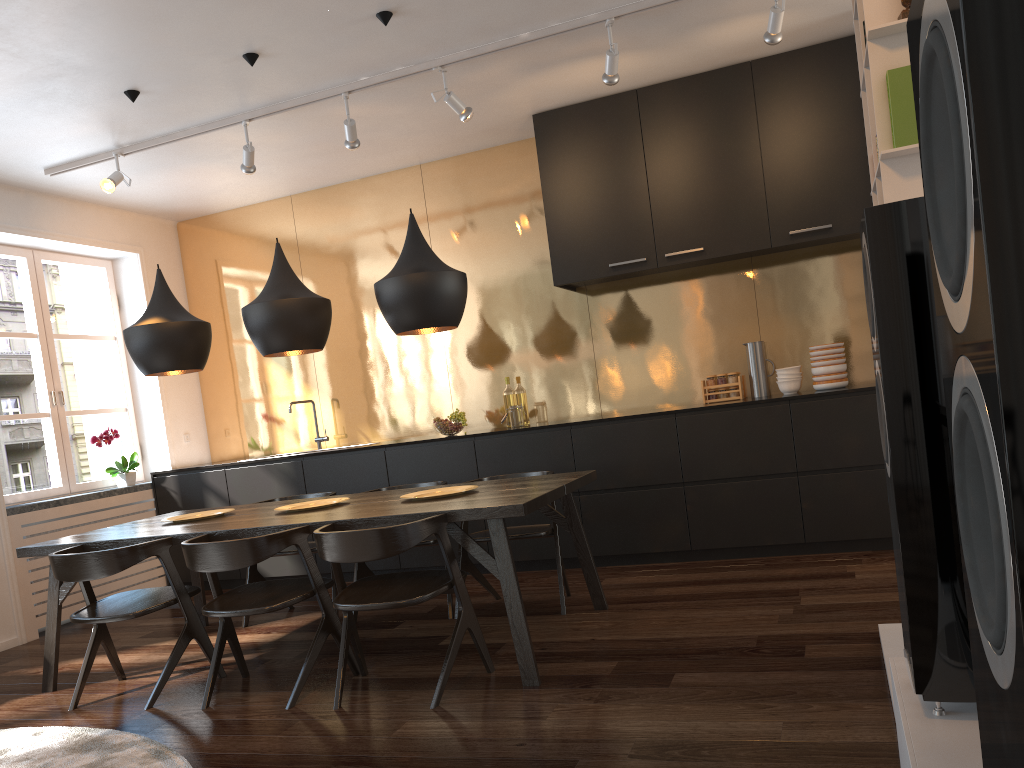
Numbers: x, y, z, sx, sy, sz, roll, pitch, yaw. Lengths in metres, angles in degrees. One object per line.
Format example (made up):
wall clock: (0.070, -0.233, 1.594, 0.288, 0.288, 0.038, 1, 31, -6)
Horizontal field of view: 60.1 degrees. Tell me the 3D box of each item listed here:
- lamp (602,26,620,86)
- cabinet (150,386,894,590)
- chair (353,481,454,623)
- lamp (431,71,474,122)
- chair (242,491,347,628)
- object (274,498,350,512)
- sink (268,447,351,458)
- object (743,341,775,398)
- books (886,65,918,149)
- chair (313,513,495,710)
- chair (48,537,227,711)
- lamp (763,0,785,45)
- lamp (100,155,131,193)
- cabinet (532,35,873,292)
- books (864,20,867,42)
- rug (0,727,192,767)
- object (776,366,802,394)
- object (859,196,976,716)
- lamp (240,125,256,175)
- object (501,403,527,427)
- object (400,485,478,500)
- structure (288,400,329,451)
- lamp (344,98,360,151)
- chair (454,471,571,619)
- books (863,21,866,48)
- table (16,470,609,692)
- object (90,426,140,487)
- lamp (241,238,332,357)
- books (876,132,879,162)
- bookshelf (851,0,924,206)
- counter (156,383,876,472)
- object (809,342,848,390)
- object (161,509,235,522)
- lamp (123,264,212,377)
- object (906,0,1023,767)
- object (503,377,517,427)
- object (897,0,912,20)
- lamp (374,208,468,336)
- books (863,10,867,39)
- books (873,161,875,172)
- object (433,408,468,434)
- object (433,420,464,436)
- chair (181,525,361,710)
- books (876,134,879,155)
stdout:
lamp: (0.483, -1.567, 4.193, 0.085, 0.240, 0.250, -8, 1, -9)
cabinet: (-0.064, 0.750, 5.859, 5.078, 0.903, 0.729, -8, 1, 20)
chair: (-0.560, 0.896, 4.763, 0.595, 0.673, 0.517, -7, 1, 18)
lamp: (0.421, -0.730, 4.992, 1.824, 1.853, 0.089, -8, 3, -36)
chair: (-1.214, 0.987, 5.034, 0.594, 0.673, 0.517, -7, 1, 16)
object: (-0.949, 0.578, 4.206, 0.356, 0.017, 0.355, -7, -1, 1)
sink: (-0.262, 0.300, 5.841, 3.424, 0.244, 0.480, -8, 0, 19)
object: (1.526, -0.090, 5.444, 0.165, 0.341, 0.113, -6, 3, 23)
books: (1.110, -0.751, 2.386, 0.166, 0.214, 0.049, -7, 3, 20)
chair: (-0.449, 0.852, 3.410, 0.595, 0.673, 0.517, -7, 1, 18)
chair: (-1.660, 1.019, 3.851, 0.595, 0.673, 0.517, -7, 1, 18)
lamp: (1.185, -1.664, 3.936, 0.085, 0.240, 0.250, -8, 1, -4)
lamp: (-2.268, -1.191, 5.046, 0.085, 0.240, 0.250, -7, 1, 7)
cabinet: (1.179, -1.258, 5.319, 1.961, 1.053, 0.528, -7, 2, 20)
books: (1.060, -1.011, 2.555, 0.070, 0.093, 0.020, -7, 3, 20)
rug: (-2.260, 1.393, 2.174, 2.837, 0.012, 2.834, -7, -1, 0)
object: (1.674, -0.022, 5.339, 0.153, 0.160, 0.158, -8, 1, -42)
object: (0.907, 0.142, 1.793, 0.281, 1.006, 0.293, -6, 3, 20)
lamp: (-1.451, -1.302, 4.896, 0.085, 0.239, 0.252, -9, 1, -30)
object: (0.010, 0.209, 5.854, 0.176, 0.152, 0.088, -7, 2, -3)
object: (-0.326, 0.492, 3.976, 0.357, 0.017, 0.354, -8, -1, 23)
structure: (-1.475, 0.308, 6.436, 0.110, 0.386, 0.264, -5, 2, 36)
lamp: (-0.850, -1.383, 4.683, 0.085, 0.240, 0.251, -8, 1, -14)
chair: (0.007, 0.818, 4.553, 0.595, 0.673, 0.517, -7, 1, 19)
books: (1.074, -1.019, 2.601, 0.069, 0.107, 0.023, -7, 3, 20)
table: (-0.902, 0.923, 4.183, 2.507, 0.681, 1.101, -8, 0, 20)
object: (-2.763, 0.510, 6.210, 0.229, 0.438, 0.405, -8, 1, -4)
lamp: (-1.062, -0.412, 4.140, 0.410, 0.542, 0.410, -7, 1, -4)
books: (1.132, -0.695, 2.612, 0.096, 0.108, 0.087, -7, 1, 20)
bookshelf: (1.232, -0.466, 2.656, 0.227, 2.081, 0.635, -6, 3, 20)
counter: (-0.122, 0.304, 5.836, 5.075, 0.002, 0.729, -8, -1, 20)
object: (1.875, -0.102, 5.236, 0.198, 0.265, 0.197, -8, 2, -6)
object: (-1.573, 0.664, 4.436, 0.357, 0.017, 0.354, -8, -1, 23)
lamp: (-1.713, -0.323, 4.380, 0.408, 0.542, 0.412, -8, 2, -37)
object: (0.487, 0.171, 0.619, 0.281, 1.006, 0.293, -6, 3, 20)
object: (-0.013, 0.122, 6.023, 0.091, 0.340, 0.092, -8, 3, -13)
object: (1.066, -1.038, 2.367, 0.064, 0.140, 0.045, -7, 3, 11)
lamp: (-0.410, -0.502, 3.899, 0.409, 0.542, 0.411, -8, 2, -23)
books: (1.052, -1.022, 2.531, 0.074, 0.116, 0.028, -7, 3, 20)
books: (1.215, -0.699, 2.835, 0.096, 0.104, 0.101, -7, 1, 20)
object: (-0.404, 0.251, 5.793, 0.239, 0.173, 0.177, -7, 1, 5)
object: (-0.405, 0.290, 5.812, 0.218, 0.097, 0.219, -7, -1, -23)
chair: (-1.021, 0.931, 3.621, 0.595, 0.673, 0.517, -7, 2, 21)
books: (1.104, -0.697, 2.505, 0.123, 0.113, 0.136, -7, 1, 20)
